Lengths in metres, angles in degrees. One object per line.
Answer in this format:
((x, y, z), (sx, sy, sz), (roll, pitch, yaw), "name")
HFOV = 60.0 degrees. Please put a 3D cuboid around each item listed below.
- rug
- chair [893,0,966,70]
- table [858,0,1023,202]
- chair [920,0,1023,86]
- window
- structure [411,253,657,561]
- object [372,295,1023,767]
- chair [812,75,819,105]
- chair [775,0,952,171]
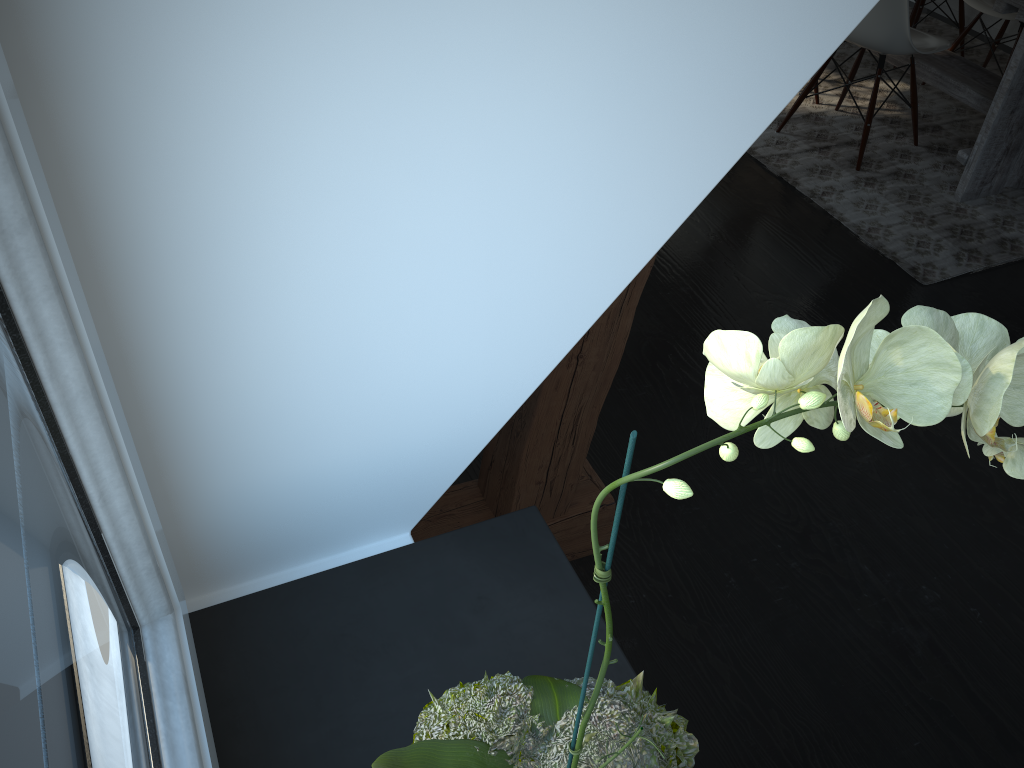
((1.626, -1.367, 4.026), (1.898, 0.022, 2.677), (-15, 44, -19), "rug")
((1.980, -1.948, 4.115), (0.542, 0.801, 0.465), (-10, 43, -15), "chair")
((1.624, -1.665, 3.780), (1.141, 0.788, 2.421), (-15, 44, -19), "table")
((2.187, -1.614, 3.751), (0.542, 0.801, 0.465), (-18, 46, -22), "chair")
((2.053, -2.749, 0.987), (5.959, 4.249, 8.018), (-15, 44, -19), "window")
((-0.185, -0.506, 1.472), (1.023, 1.963, 12.350), (-15, 44, -19), "structure")
((0.085, 0.145, 0.427), (0.309, 0.461, 0.131), (-2, 42, -6), "object")
((1.053, -1.576, 3.629), (0.542, 0.801, 0.465), (-14, 44, -19), "chair")
((1.346, -1.276, 3.309), (0.542, 0.801, 0.465), (-26, 49, -29), "chair")
